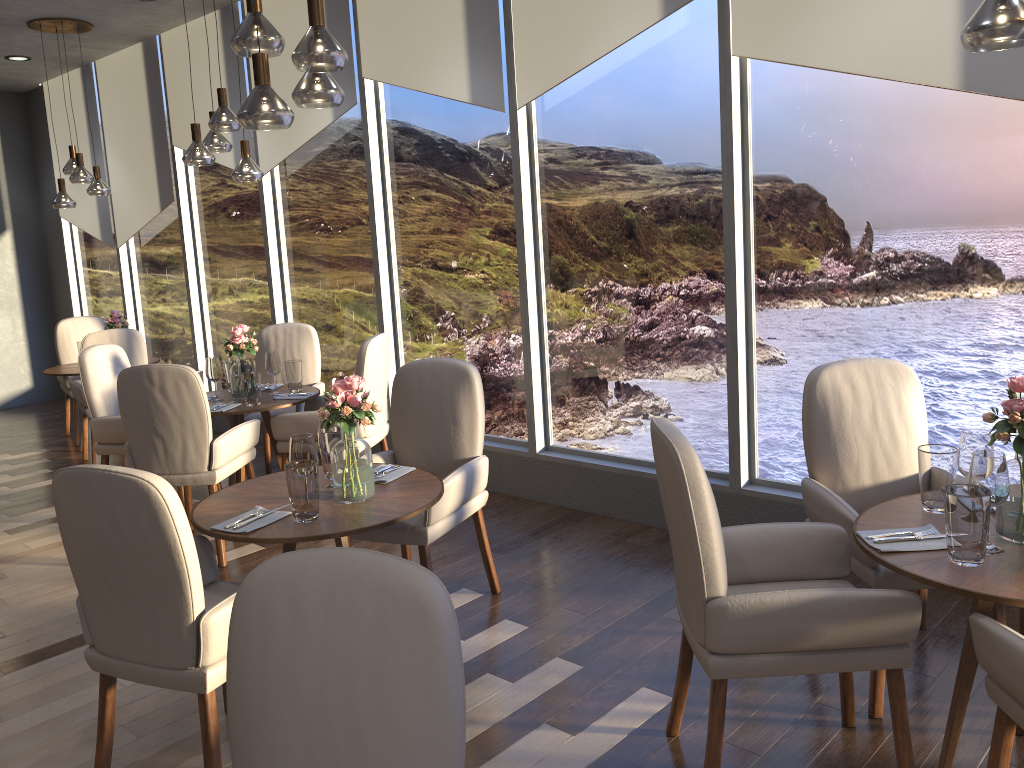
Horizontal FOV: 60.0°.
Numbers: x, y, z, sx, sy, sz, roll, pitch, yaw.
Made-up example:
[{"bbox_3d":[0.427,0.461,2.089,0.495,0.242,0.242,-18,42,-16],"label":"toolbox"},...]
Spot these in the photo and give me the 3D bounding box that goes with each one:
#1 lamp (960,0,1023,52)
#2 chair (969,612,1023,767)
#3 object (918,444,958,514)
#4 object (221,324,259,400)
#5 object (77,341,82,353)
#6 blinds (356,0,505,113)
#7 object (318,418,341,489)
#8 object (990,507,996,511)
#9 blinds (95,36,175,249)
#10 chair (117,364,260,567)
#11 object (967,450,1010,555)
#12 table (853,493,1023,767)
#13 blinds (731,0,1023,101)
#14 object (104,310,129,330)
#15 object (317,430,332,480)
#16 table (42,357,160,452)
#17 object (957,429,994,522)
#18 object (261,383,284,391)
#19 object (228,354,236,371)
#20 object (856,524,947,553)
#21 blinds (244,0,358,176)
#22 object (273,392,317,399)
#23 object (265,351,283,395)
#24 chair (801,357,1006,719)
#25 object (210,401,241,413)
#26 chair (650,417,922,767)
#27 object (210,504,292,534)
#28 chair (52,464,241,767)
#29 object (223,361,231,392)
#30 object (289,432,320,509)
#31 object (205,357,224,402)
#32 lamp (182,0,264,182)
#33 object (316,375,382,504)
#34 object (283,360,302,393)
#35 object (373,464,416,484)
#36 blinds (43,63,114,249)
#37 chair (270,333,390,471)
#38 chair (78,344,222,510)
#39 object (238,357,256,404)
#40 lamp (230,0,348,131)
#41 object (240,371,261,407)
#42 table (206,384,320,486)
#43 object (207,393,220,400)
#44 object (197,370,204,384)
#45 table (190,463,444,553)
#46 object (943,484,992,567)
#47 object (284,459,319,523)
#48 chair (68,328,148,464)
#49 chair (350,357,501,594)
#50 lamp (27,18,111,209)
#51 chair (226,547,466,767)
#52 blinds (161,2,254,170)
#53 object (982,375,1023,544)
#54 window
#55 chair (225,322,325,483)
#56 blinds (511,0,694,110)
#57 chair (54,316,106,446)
[{"bbox_3d":[1.223,-1.447,1.981,0.439,1.320,0.441,-2,8,10],"label":"lamp"},{"bbox_3d":[1.298,0.647,1.743,0.528,0.996,0.602,-4,9,-3],"label":"chair"},{"bbox_3d":[1.194,0.267,2.487,0.102,0.177,0.102,-8,10,-29],"label":"object"},{"bbox_3d":[-1.516,-0.127,4.990,0.198,0.414,0.211,4,11,40],"label":"object"},{"bbox_3d":[-3.365,-0.246,6.988,0.102,0.177,0.103,0,9,24],"label":"object"},{"bbox_3d":[-0.546,-2.802,4.914,1.175,2.668,0.007,4,11,43],"label":"blinds"},{"bbox_3d":[-0.626,0.236,3.095,0.092,0.243,0.092,1,9,29],"label":"object"},{"bbox_3d":[1.360,0.330,2.535,0.157,0.019,0.256,-3,10,4],"label":"object"},{"bbox_3d":[-3.257,-2.509,7.533,1.175,2.668,0.007,4,11,43],"label":"blinds"},{"bbox_3d":[-1.600,0.349,4.444,0.528,0.996,0.602,-2,9,6],"label":"chair"},{"bbox_3d":[1.170,0.290,2.178,0.092,0.243,0.092,0,9,24],"label":"object"},{"bbox_3d":[1.333,0.717,2.298,0.834,0.659,0.837,2,11,29],"label":"table"},{"bbox_3d":[1.313,-2.323,3.253,1.175,2.668,0.007,4,11,43],"label":"blinds"},{"bbox_3d":[-3.080,-0.371,6.922,0.198,0.414,0.211,-7,9,-24],"label":"object"},{"bbox_3d":[-0.645,0.251,3.207,0.102,0.177,0.102,-5,9,-7],"label":"object"},{"bbox_3d":[-3.155,0.178,6.922,0.835,0.659,0.836,6,13,45],"label":"table"},{"bbox_3d":[1.251,0.248,2.391,0.092,0.243,0.092,0,9,24],"label":"object"},{"bbox_3d":[-1.480,0.019,5.287,0.157,0.019,0.256,-2,10,8],"label":"object"},{"bbox_3d":[-1.596,-0.064,5.149,0.092,0.243,0.092,1,9,27],"label":"object"},{"bbox_3d":[1.037,0.393,2.284,0.255,0.019,0.158,-4,10,-1],"label":"object"},{"bbox_3d":[-1.452,-2.752,5.779,1.175,2.668,0.007,4,11,43],"label":"blinds"},{"bbox_3d":[-1.234,0.062,4.959,0.255,0.019,0.158,-1,10,11],"label":"object"},{"bbox_3d":[-1.357,-0.063,5.061,0.092,0.243,0.093,-2,8,9],"label":"object"},{"bbox_3d":[1.254,0.449,2.893,0.528,0.996,0.602,-4,9,-3],"label":"chair"},{"bbox_3d":[-1.554,0.118,4.743,0.157,0.019,0.256,-1,10,12],"label":"object"},{"bbox_3d":[0.692,0.575,2.360,0.600,0.996,0.531,-3,8,0],"label":"chair"},{"bbox_3d":[-0.803,0.416,2.781,0.157,0.019,0.256,2,11,27],"label":"object"},{"bbox_3d":[-0.879,0.643,2.508,0.528,0.996,0.602,0,9,24],"label":"chair"},{"bbox_3d":[-1.648,-0.045,5.248,0.102,0.177,0.102,-6,9,-16],"label":"object"},{"bbox_3d":[-0.664,0.283,2.843,0.092,0.243,0.093,-2,8,8],"label":"object"},{"bbox_3d":[-1.660,-0.026,4.952,0.092,0.243,0.092,-5,8,-12],"label":"object"},{"bbox_3d":[-1.613,-1.763,4.763,0.439,1.320,0.441,3,10,36],"label":"lamp"},{"bbox_3d":[-0.532,0.177,2.908,0.210,0.414,0.199,-1,9,16],"label":"object"},{"bbox_3d":[-1.257,-0.044,5.112,0.102,0.177,0.102,3,11,37],"label":"object"},{"bbox_3d":[-0.476,0.325,3.192,0.157,0.019,0.256,1,11,26],"label":"object"},{"bbox_3d":[-4.174,-2.603,8.380,1.175,2.668,0.007,4,11,43],"label":"blinds"},{"bbox_3d":[-0.963,0.225,4.932,0.599,0.996,0.531,-2,9,10],"label":"chair"},{"bbox_3d":[-2.103,0.256,5.146,0.599,0.996,0.531,-2,9,9],"label":"chair"},{"bbox_3d":[-1.442,-0.019,4.841,0.092,0.243,0.092,3,10,37],"label":"object"},{"bbox_3d":[-0.729,-1.463,2.743,0.441,1.320,0.440,-11,12,-44],"label":"lamp"},{"bbox_3d":[-1.393,0.027,4.747,0.102,0.177,0.102,-11,11,-41],"label":"object"},{"bbox_3d":[-1.491,0.404,5.062,0.835,0.659,0.837,5,12,42],"label":"table"},{"bbox_3d":[-1.777,0.073,5.078,0.255,0.019,0.158,-2,10,8],"label":"object"},{"bbox_3d":[-1.753,0.021,4.904,0.102,0.177,0.103,-3,9,4],"label":"object"},{"bbox_3d":[-0.628,0.704,3.046,0.834,0.659,0.838,-3,9,3],"label":"table"},{"bbox_3d":[1.086,0.339,2.116,0.102,0.177,0.103,-1,9,15],"label":"object"},{"bbox_3d":[-0.644,0.333,2.741,0.102,0.177,0.102,-8,9,-26],"label":"object"},{"bbox_3d":[-2.886,0.080,6.424,0.529,0.996,0.601,-9,10,-32],"label":"chair"},{"bbox_3d":[-0.388,0.433,3.546,0.528,0.996,0.602,0,9,24],"label":"chair"},{"bbox_3d":[-3.279,-1.986,6.607,0.440,1.320,0.441,4,11,42],"label":"lamp"},{"bbox_3d":[-0.339,0.822,1.298,0.528,0.996,0.602,0,9,19],"label":"chair"},{"bbox_3d":[-2.366,-2.845,6.625,1.175,2.668,0.007,4,11,43],"label":"blinds"},{"bbox_3d":[1.307,0.184,2.240,0.198,0.414,0.211,-5,9,-9],"label":"object"},{"bbox_3d":[-0.226,-0.533,1.211,8.060,3.184,16.199,-4,10,-2],"label":"window"},{"bbox_3d":[-1.463,0.141,5.584,0.528,0.996,0.602,-3,9,6],"label":"chair"},{"bbox_3d":[0.381,-2.708,4.057,1.175,2.668,0.007,4,11,43],"label":"blinds"},{"bbox_3d":[-3.507,-0.053,7.400,0.529,0.996,0.601,-9,10,-33],"label":"chair"}]
